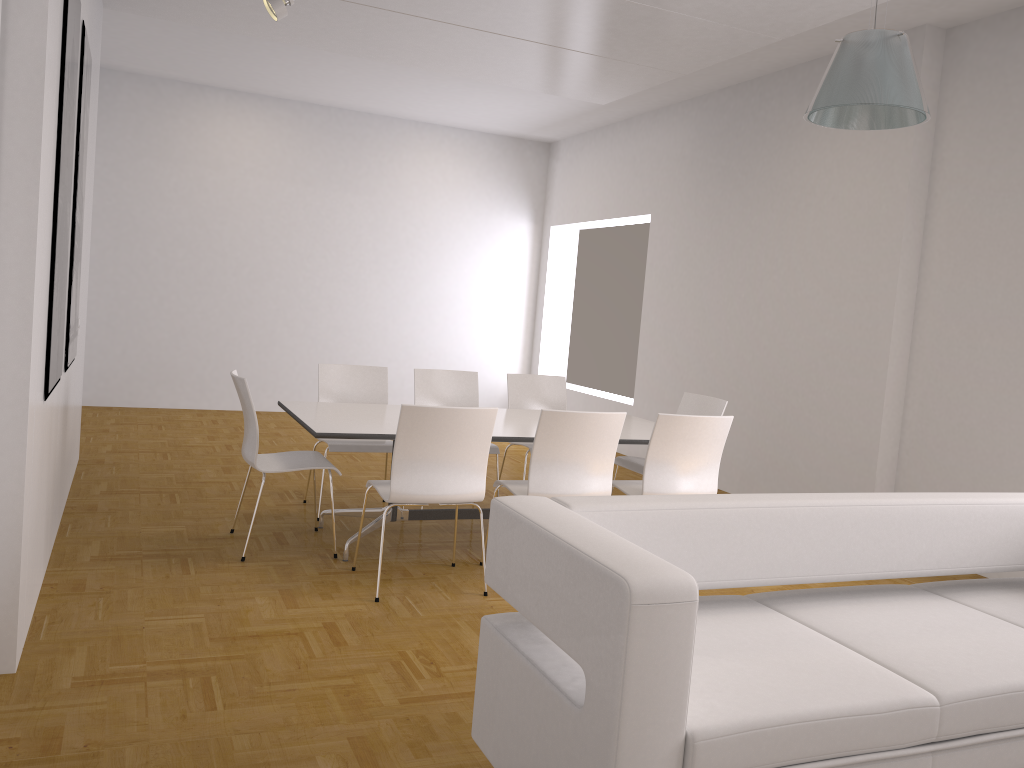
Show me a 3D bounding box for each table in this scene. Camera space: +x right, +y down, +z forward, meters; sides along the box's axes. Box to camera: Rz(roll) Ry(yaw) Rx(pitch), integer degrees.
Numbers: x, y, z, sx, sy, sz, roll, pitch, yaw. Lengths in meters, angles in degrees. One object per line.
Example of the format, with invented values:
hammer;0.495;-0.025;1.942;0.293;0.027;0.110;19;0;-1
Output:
table;-0.113;0.578;5.337;2.410;0.721;1.213;3;5;-23

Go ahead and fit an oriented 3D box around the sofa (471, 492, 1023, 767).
sofa;1.259;0.840;2.758;2.621;0.847;0.824;3;5;-23

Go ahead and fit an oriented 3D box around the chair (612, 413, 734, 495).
chair;0.833;0.595;4.892;0.561;0.930;0.576;3;4;-23

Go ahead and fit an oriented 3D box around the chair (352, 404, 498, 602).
chair;-0.414;0.536;4.351;0.561;0.930;0.576;3;4;-23

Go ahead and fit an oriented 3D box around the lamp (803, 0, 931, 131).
lamp;1.434;-1.659;3.425;0.464;1.248;0.465;3;4;-24

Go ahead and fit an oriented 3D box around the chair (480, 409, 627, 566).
chair;0.228;0.567;4.629;0.561;0.930;0.576;3;4;-23

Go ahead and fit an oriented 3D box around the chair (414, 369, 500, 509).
chair;-0.407;0.392;6.044;0.561;0.930;0.576;3;4;-23

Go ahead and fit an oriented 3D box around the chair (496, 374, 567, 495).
chair;0.235;0.423;6.323;0.561;0.930;0.576;3;4;-23

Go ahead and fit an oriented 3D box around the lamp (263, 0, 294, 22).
lamp;-1.374;-2.316;5.200;0.174;0.364;0.167;6;4;19

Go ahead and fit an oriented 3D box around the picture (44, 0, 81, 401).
picture;-1.928;-0.859;3.821;0.013;1.778;0.788;3;4;-23

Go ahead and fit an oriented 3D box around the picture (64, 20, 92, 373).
picture;-2.374;-0.986;4.866;0.016;1.778;0.788;3;4;-23

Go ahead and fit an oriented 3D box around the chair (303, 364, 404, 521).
chair;-1.013;0.364;5.782;0.561;0.930;0.576;3;4;-23

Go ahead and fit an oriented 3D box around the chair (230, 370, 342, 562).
chair;-1.256;0.418;4.812;0.575;0.930;0.562;3;4;-23

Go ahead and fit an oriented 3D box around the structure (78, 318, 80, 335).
structure;-2.746;-0.363;5.622;0.013;0.104;0.114;3;5;-23

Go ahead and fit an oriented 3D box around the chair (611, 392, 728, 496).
chair;1.021;0.534;5.801;0.575;0.930;0.562;3;4;-23
